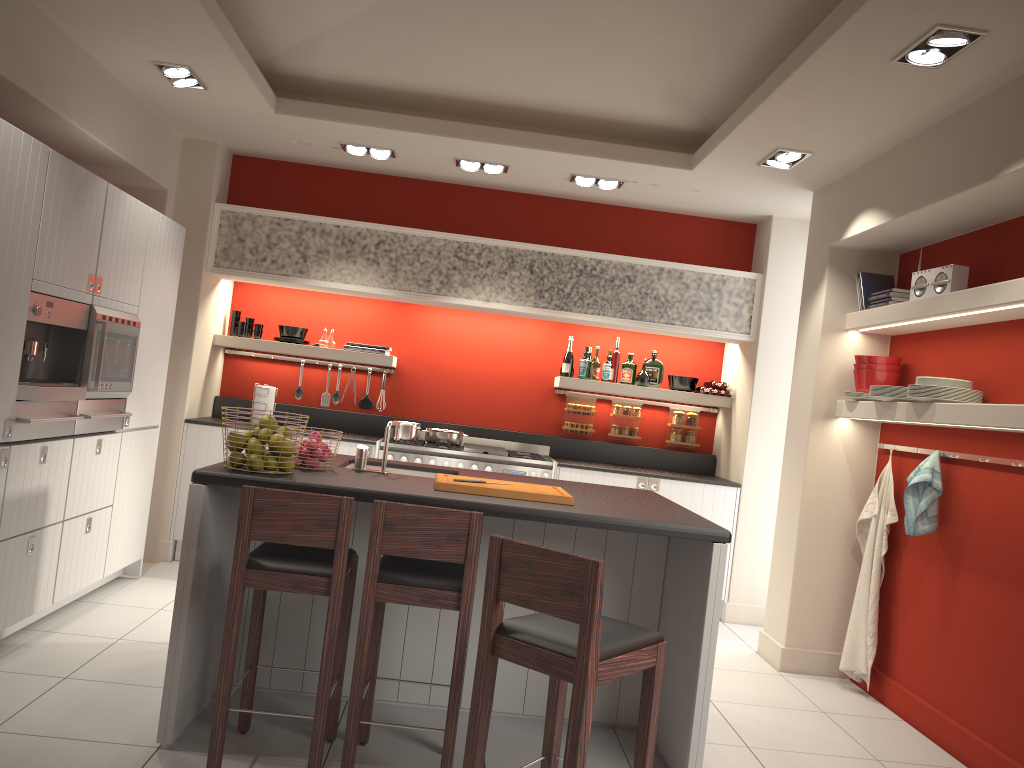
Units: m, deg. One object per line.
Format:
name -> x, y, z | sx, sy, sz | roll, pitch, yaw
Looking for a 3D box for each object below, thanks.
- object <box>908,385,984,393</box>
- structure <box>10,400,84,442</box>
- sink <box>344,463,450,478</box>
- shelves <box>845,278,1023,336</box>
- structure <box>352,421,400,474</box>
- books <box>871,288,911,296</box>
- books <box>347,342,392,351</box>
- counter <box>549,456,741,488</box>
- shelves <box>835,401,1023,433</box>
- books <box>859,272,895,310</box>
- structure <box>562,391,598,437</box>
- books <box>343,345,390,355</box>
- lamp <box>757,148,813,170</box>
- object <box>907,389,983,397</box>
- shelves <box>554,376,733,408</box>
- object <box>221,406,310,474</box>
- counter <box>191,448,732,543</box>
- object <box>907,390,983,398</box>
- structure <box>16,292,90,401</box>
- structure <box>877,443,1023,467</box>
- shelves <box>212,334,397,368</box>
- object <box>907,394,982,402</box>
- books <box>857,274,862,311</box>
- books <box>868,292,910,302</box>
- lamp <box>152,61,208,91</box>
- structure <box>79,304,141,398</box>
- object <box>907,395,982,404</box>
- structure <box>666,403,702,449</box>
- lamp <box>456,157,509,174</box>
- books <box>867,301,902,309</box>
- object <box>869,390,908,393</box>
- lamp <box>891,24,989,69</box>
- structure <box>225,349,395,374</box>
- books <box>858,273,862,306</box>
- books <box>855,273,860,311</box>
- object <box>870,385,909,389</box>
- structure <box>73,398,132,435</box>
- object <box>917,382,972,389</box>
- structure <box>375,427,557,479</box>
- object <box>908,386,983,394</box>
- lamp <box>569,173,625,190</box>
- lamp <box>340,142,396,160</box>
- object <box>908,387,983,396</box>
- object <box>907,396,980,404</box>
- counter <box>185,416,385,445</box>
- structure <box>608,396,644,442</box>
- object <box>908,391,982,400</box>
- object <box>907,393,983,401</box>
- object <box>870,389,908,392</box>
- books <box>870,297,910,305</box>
object -> 2.140, 0.034, 4.386 | 0.339, 0.020, 0.339 | 7, -1, 0
structure -> -2.165, 0.164, 4.118 | 0.129, 0.177, 0.617 | 7, -1, -3
sink -> -0.549, 0.559, 4.265 | 0.567, 0.258, 0.516 | 7, -1, -3
shelves -> 2.310, -0.362, 4.202 | 0.437, 0.100, 2.394 | 7, -1, -3
structure -> -0.618, 0.286, 4.055 | 0.183, 0.249, 0.224 | 7, -1, -3
books -> 2.183, -0.505, 4.998 | 0.207, 0.019, 0.258 | 7, -1, -3
books -> -1.119, -0.294, 6.983 | 0.332, 0.026, 0.207 | 7, -1, -3
counter -> 0.980, 0.666, 6.796 | 1.360, 0.026, 0.699 | 7, -1, -3
shelves -> 2.246, 0.165, 4.191 | 0.437, 0.100, 2.394 | 7, -1, -3
books -> 2.165, -0.536, 5.249 | 0.207, 0.246, 0.136 | 7, -1, -3
structure -> 0.553, 0.242, 7.168 | 0.256, 0.347, 0.130 | 7, -1, -3
books -> -1.139, -0.262, 6.961 | 0.331, 0.042, 0.207 | 7, -1, 2
lamp -> 1.578, -1.318, 5.143 | 0.199, 0.090, 0.361 | 7, -1, -3
object -> 2.138, 0.053, 4.385 | 0.339, 0.020, 0.339 | 7, -1, 0
shelves -> 1.041, 0.067, 7.107 | 1.379, 0.083, 0.376 | 7, -1, -3
object -> -0.990, 0.223, 3.516 | 0.341, 0.232, 0.341 | 6, -1, 30
counter -> -0.213, 0.470, 4.040 | 2.054, 0.050, 1.415 | 7, -1, -3
object -> 2.137, 0.060, 4.385 | 0.339, 0.020, 0.339 | 7, -1, 0
structure -> -2.281, -0.182, 4.117 | 0.453, 0.470, 0.623 | 7, -1, -3
structure -> 2.261, 0.358, 4.199 | 0.063, 0.034, 2.223 | 7, -1, -3
shelves -> -1.608, -0.256, 6.965 | 1.379, 0.083, 0.376 | 7, -1, -3
object -> 2.135, 0.079, 4.385 | 0.339, 0.020, 0.339 | 7, -1, 0
books -> 2.170, -0.534, 5.296 | 0.208, 0.242, 0.126 | 7, -1, -3
books -> 2.171, -0.481, 5.009 | 0.207, 0.030, 0.258 | 7, -1, -3
lamp -> -1.852, -1.726, 4.958 | 0.199, 0.084, 0.361 | 7, -1, -3
structure -> -2.240, -0.170, 4.747 | 0.332, 0.473, 0.610 | 7, -1, -3
object -> 2.134, 0.085, 4.385 | 0.339, 0.020, 0.339 | 7, -1, 0
structure -> 1.403, 0.346, 7.214 | 0.256, 0.347, 0.130 | 7, -1, -3
lamp -> -0.205, -1.517, 6.100 | 0.361, 0.104, 0.199 | 7, -1, -3
books -> 2.165, -0.432, 5.008 | 0.207, 0.030, 0.258 | 7, -1, -3
object -> 2.102, 0.062, 4.768 | 0.339, 0.020, 0.339 | 7, -1, -4
lamp -> 1.671, -1.336, 3.479 | 0.199, 0.085, 0.361 | 7, -1, -3
structure -> -1.618, -0.180, 7.124 | 1.355, 0.034, 0.054 | 7, -1, -3
books -> 2.171, -0.536, 5.277 | 0.209, 0.243, 0.126 | 7, -1, -3
books -> 2.176, -0.537, 5.327 | 0.210, 0.248, 0.136 | 7, -1, -3
object -> 2.105, 0.036, 4.768 | 0.339, 0.020, 0.339 | 7, -1, -4
structure -> -2.200, 0.170, 4.748 | 0.129, 0.177, 0.617 | 7, -1, -3
object -> 2.142, 0.015, 4.403 | 0.255, 0.015, 0.255 | 7, -1, -22
structure -> -0.393, 0.955, 6.670 | 1.322, 1.085, 0.777 | 7, -1, -3
object -> 2.139, 0.040, 4.386 | 0.339, 0.020, 0.339 | 7, -1, 0
lamp -> 0.589, -1.421, 6.143 | 0.361, 0.103, 0.199 | 7, -1, -3
lamp -> -0.979, -1.611, 6.058 | 0.361, 0.109, 0.199 | 7, -1, -3
object -> 2.139, 0.047, 4.385 | 0.339, 0.020, 0.339 | 7, -1, 0
object -> 2.133, 0.092, 4.384 | 0.339, 0.020, 0.339 | 7, -1, 0
counter -> -1.658, 0.345, 6.654 | 1.360, 0.026, 0.699 | 7, -1, -3
structure -> 0.927, 0.287, 7.188 | 0.256, 0.347, 0.130 | 7, -1, -3
object -> 2.136, 0.066, 4.385 | 0.339, 0.020, 0.339 | 7, -1, 0
object -> 2.136, 0.072, 4.385 | 0.339, 0.020, 0.339 | 7, -1, 0
object -> 2.103, 0.055, 4.768 | 0.339, 0.020, 0.339 | 7, -1, -4
books -> 2.177, -0.455, 4.997 | 0.207, 0.019, 0.258 | 7, -1, -3
